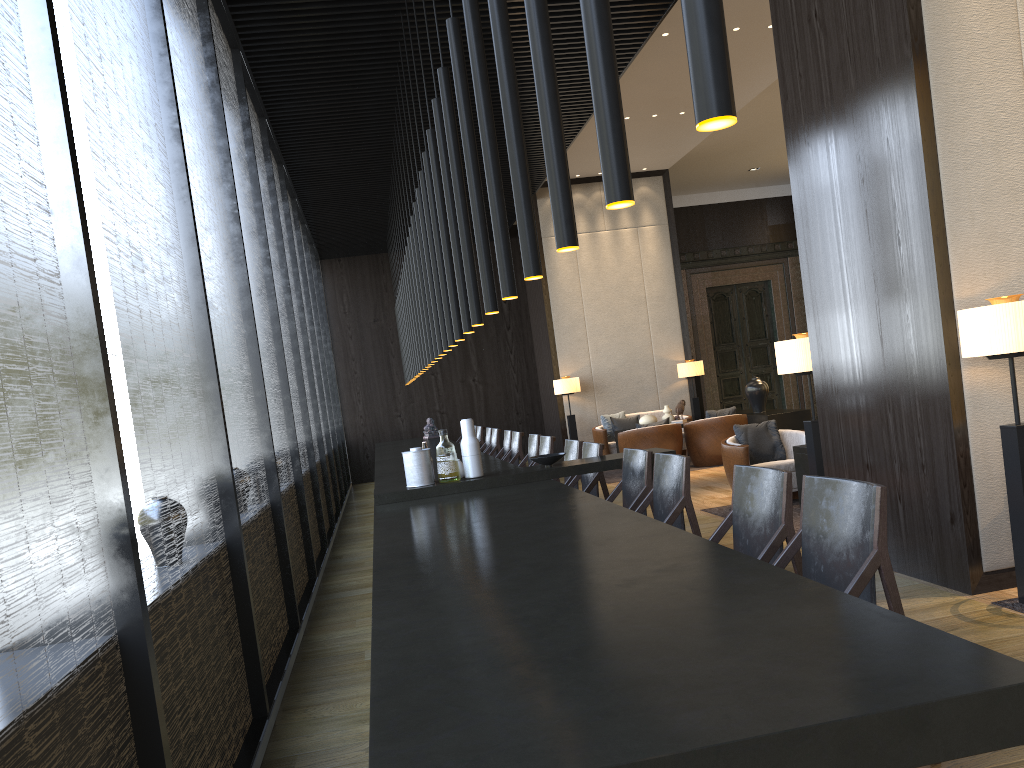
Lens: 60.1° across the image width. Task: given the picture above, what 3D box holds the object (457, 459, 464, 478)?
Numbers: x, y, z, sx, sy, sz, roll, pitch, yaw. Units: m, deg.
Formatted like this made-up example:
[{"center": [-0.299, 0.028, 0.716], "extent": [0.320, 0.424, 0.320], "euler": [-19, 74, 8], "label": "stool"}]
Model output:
[{"center": [-0.351, 0.456, 5.300], "extent": [0.135, 0.218, 0.136], "euler": [-8, 2, -22], "label": "object"}]

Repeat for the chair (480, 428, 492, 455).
[{"center": [-0.420, 0.988, 11.155], "extent": [0.562, 0.829, 0.525], "euler": [-8, 2, -9], "label": "chair"}]

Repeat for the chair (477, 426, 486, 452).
[{"center": [-0.578, 1.019, 12.182], "extent": [0.562, 0.829, 0.525], "euler": [-8, 2, -9], "label": "chair"}]

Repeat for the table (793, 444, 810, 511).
[{"center": [2.771, 0.665, 6.696], "extent": [1.040, 0.519, 0.575], "euler": [-8, 1, -9], "label": "table"}]

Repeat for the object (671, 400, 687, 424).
[{"center": [2.231, 0.371, 11.784], "extent": [0.174, 0.310, 0.228], "euler": [-6, 2, 37], "label": "object"}]

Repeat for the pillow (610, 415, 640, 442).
[{"center": [1.615, 0.611, 12.516], "extent": [0.471, 0.362, 0.219], "euler": [-8, 2, -12], "label": "pillow"}]

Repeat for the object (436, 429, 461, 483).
[{"center": [-0.380, 0.414, 5.125], "extent": [0.128, 0.306, 0.129], "euler": [-9, 2, -23], "label": "object"}]

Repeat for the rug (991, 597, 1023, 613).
[{"center": [3.320, 0.815, 3.023], "extent": [2.038, 0.008, 2.241], "euler": [-8, -1, -9], "label": "rug"}]

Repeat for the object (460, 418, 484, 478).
[{"center": [-0.243, 0.376, 5.189], "extent": [0.113, 0.345, 0.113], "euler": [-8, 3, -13], "label": "object"}]

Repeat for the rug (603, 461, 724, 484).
[{"center": [1.974, 1.083, 11.785], "extent": [2.038, 0.008, 2.241], "euler": [-8, -1, -9], "label": "rug"}]

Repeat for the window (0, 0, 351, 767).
[{"center": [4.897, -1.556, 0.463], "extent": [12.038, 4.237, 31.871], "euler": [-8, -1, -9], "label": "window"}]

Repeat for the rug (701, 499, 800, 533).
[{"center": [2.755, 0.928, 6.703], "extent": [1.955, 0.008, 2.241], "euler": [-8, -1, -9], "label": "rug"}]

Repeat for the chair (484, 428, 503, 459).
[{"center": [-0.333, 0.970, 10.587], "extent": [0.562, 0.829, 0.525], "euler": [-8, 2, -9], "label": "chair"}]

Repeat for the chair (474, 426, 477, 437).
[{"center": [-0.665, 1.037, 12.750], "extent": [0.562, 0.829, 0.525], "euler": [-8, 2, -9], "label": "chair"}]

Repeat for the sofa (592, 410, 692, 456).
[{"center": [1.858, 0.761, 12.614], "extent": [1.447, 0.695, 0.602], "euler": [-8, 1, -8], "label": "sofa"}]

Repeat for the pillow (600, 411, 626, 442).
[{"center": [1.489, 0.609, 12.653], "extent": [0.431, 0.400, 0.201], "euler": [-8, 2, -30], "label": "pillow"}]

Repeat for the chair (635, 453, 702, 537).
[{"center": [0.635, 0.777, 4.284], "extent": [0.562, 0.829, 0.525], "euler": [-8, 2, -9], "label": "chair"}]

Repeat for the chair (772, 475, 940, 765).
[{"center": [0.876, 0.729, 2.715], "extent": [0.562, 0.829, 0.525], "euler": [-8, 2, -9], "label": "chair"}]

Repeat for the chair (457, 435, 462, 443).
[{"center": [-0.910, 1.085, 14.345], "extent": [0.562, 0.829, 0.525], "euler": [-8, 2, -9], "label": "chair"}]

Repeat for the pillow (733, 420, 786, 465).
[{"center": [2.123, 0.502, 7.609], "extent": [0.398, 0.363, 0.222], "euler": [-8, 2, -8], "label": "pillow"}]

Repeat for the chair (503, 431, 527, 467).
[{"center": [-0.088, 0.922, 8.992], "extent": [0.562, 0.829, 0.525], "euler": [-8, 2, -9], "label": "chair"}]

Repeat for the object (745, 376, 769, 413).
[{"center": [3.280, 0.136, 11.833], "extent": [0.310, 0.494, 0.311], "euler": [-8, 2, -20], "label": "object"}]

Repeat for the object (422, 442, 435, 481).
[{"center": [-0.505, 0.466, 5.273], "extent": [0.066, 0.238, 0.067], "euler": [-8, 3, -15], "label": "object"}]

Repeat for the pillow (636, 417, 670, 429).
[{"center": [1.725, 0.591, 10.733], "extent": [0.441, 0.339, 0.204], "euler": [-8, 2, -2], "label": "pillow"}]

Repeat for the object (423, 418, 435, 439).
[{"center": [-1.263, 0.676, 13.634], "extent": [0.209, 0.314, 0.163], "euler": [-7, 2, 16], "label": "object"}]

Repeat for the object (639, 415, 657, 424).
[{"center": [1.826, 0.499, 11.867], "extent": [0.246, 0.168, 0.244], "euler": [-7, 1, 39], "label": "object"}]

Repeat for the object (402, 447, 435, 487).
[{"center": [-0.545, 0.480, 5.155], "extent": [0.168, 0.220, 0.169], "euler": [-8, 2, -13], "label": "object"}]

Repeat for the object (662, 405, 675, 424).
[{"center": [2.094, 0.416, 11.906], "extent": [0.174, 0.258, 0.174], "euler": [-7, 2, 11], "label": "object"}]

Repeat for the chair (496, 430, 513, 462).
[{"center": [-0.175, 0.939, 9.560], "extent": [0.562, 0.829, 0.525], "euler": [-8, 2, -9], "label": "chair"}]

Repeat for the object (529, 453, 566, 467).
[{"center": [0.217, 0.459, 5.280], "extent": [0.227, 0.067, 0.227], "euler": [-8, 0, -6], "label": "object"}]

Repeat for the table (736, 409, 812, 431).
[{"center": [3.344, 0.638, 12.024], "extent": [0.619, 0.514, 1.959], "euler": [-8, 0, -9], "label": "table"}]

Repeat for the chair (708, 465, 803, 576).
[{"center": [0.789, 0.747, 3.283], "extent": [0.562, 0.829, 0.525], "euler": [-8, 2, -9], "label": "chair"}]

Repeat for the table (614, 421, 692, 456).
[{"center": [1.980, 0.823, 11.847], "extent": [1.040, 0.519, 0.575], "euler": [-8, 1, -9], "label": "table"}]

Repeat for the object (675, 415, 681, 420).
[{"center": [2.226, 0.473, 11.925], "extent": [0.091, 0.112, 0.091], "euler": [-6, 2, 44], "label": "object"}]

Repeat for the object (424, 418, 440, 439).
[{"center": [-1.229, 0.670, 13.386], "extent": [0.206, 0.311, 0.162], "euler": [-9, 2, -29], "label": "object"}]

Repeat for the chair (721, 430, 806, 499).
[{"center": [2.169, 0.714, 7.503], "extent": [0.803, 0.606, 0.605], "euler": [-8, 1, -8], "label": "chair"}]

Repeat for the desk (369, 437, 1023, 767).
[{"center": [0.859, 0.740, 0.428], "extent": [1.777, 0.761, 28.721], "euler": [-8, -1, -9], "label": "desk"}]

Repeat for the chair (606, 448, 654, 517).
[{"center": [0.548, 0.795, 4.852], "extent": [0.562, 0.829, 0.525], "euler": [-8, 2, -9], "label": "chair"}]

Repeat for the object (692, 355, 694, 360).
[{"center": [2.773, -0.335, 13.836], "extent": [0.161, 0.218, 0.102], "euler": [-8, 2, -20], "label": "object"}]

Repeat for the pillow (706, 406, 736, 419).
[{"center": [2.565, 0.475, 10.861], "extent": [0.398, 0.363, 0.222], "euler": [-8, 2, -8], "label": "pillow"}]
